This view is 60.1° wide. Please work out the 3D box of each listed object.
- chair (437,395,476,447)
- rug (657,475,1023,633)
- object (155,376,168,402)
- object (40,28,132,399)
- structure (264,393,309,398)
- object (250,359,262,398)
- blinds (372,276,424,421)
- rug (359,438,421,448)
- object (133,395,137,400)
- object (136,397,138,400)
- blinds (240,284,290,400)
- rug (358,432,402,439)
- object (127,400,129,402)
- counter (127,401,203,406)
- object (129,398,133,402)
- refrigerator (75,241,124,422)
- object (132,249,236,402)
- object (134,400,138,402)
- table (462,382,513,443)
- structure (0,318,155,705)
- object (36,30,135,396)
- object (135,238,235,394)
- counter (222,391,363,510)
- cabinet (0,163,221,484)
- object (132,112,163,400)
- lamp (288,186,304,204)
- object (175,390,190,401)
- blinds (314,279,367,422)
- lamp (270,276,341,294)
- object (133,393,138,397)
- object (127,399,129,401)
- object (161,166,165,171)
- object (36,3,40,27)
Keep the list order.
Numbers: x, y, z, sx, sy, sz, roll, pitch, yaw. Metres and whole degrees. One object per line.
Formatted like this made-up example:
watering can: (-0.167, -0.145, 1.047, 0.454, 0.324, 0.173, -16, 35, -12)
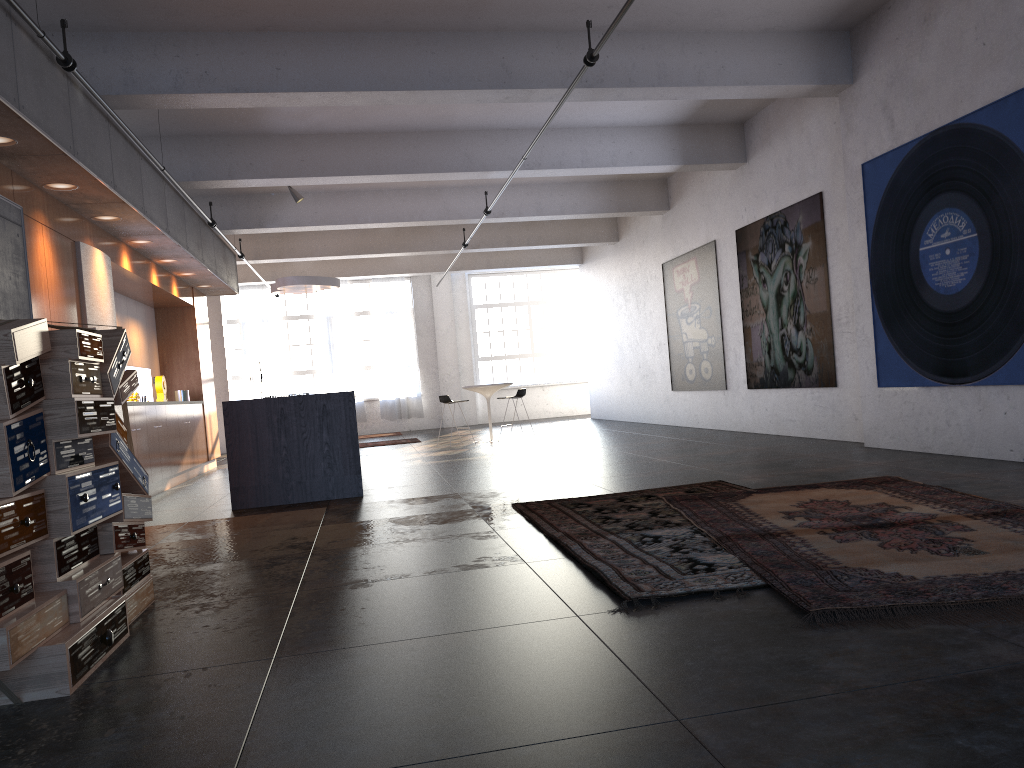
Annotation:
chair: (-0.931, 0.618, 14.349, 0.514, 0.896, 0.455, -5, 1, -34)
rug: (1.855, 0.723, 4.559, 1.878, 0.048, 3.518, -5, 0, 0)
object: (-4.743, 0.078, 11.993, 0.100, 0.381, 0.272, -5, 1, -10)
object: (-3.734, -0.999, 8.054, 0.057, 2.191, 5.559, -5, 0, -20)
structure: (-2.587, 0.159, 10.205, 0.516, 0.072, 0.635, -5, 0, -10)
object: (-5.466, 0.435, 18.950, 1.189, 1.920, 1.047, -5, 1, -11)
blinds: (-2.823, -0.992, 21.522, 1.038, 3.753, 0.339, -5, 1, -13)
rug: (-3.197, 1.181, 16.673, 2.906, 0.029, 1.840, -5, 0, -11)
object: (-3.973, -0.975, 9.670, 0.054, 2.229, 2.367, -6, 1, -34)
object: (-5.101, -0.887, 4.869, 0.062, 2.211, 11.837, -5, 0, 4)
blinds: (-5.841, -0.725, 20.899, 1.040, 3.677, 0.358, -5, 1, -12)
rug: (-4.101, 1.274, 20.231, 3.155, 0.009, 1.800, -5, 0, -12)
object: (-4.610, 0.225, 10.649, 0.051, 0.055, 0.060, -5, 1, -20)
counter: (-4.944, 0.297, 10.615, 1.619, 0.039, 4.425, -5, 0, -10)
object: (-4.573, 0.198, 10.633, 0.053, 0.053, 0.061, -5, 1, -28)
refrigerator: (-3.781, -0.126, 8.093, 0.222, 2.192, 0.947, -5, 1, -12)
object: (-5.081, 0.712, 4.216, 0.949, 1.215, 13.183, -5, 0, 1)
object: (-4.387, -0.926, 12.049, 0.057, 2.310, 2.933, -5, 0, 9)
table: (-0.377, 0.483, 14.789, 0.834, 0.952, 0.822, -5, 1, -10)
structure: (-1.882, 0.402, 3.513, 0.643, 1.316, 1.898, -5, 0, -10)
object: (-4.601, 0.125, 10.757, 0.063, 0.051, 0.052, -5, 1, -18)
object: (-4.551, 0.125, 10.739, 0.057, 0.060, 0.053, -5, 1, 12)
counter: (-2.490, 0.645, 11.174, 1.150, 0.971, 6.604, -5, 0, -10)
cabinet: (-5.232, -0.099, 9.798, 2.397, 2.563, 8.043, -5, 0, -10)
object: (-4.573, 0.164, 10.711, 0.050, 0.053, 0.065, -4, 1, 27)
lamp: (-2.987, -2.637, 12.217, 0.225, 0.287, 0.130, -5, 1, -27)
object: (-4.707, 0.177, 12.644, 0.187, 0.170, 0.194, -4, 1, 38)
blinds: (-4.169, -0.874, 21.237, 1.046, 3.699, 0.335, -5, 1, -14)
lamp: (-3.316, -1.531, 13.759, 1.059, 0.130, 1.027, -5, 0, 36)
object: (-3.604, -1.012, 7.464, 0.054, 2.170, 6.782, -5, 0, -18)
object: (-4.644, 0.187, 10.684, 0.061, 0.053, 0.052, -4, 1, 32)
object: (-4.615, 0.171, 10.747, 0.052, 0.053, 0.062, -5, 0, -3)
object: (-4.623, 0.125, 10.622, 0.058, 0.060, 0.051, -5, 1, 24)
